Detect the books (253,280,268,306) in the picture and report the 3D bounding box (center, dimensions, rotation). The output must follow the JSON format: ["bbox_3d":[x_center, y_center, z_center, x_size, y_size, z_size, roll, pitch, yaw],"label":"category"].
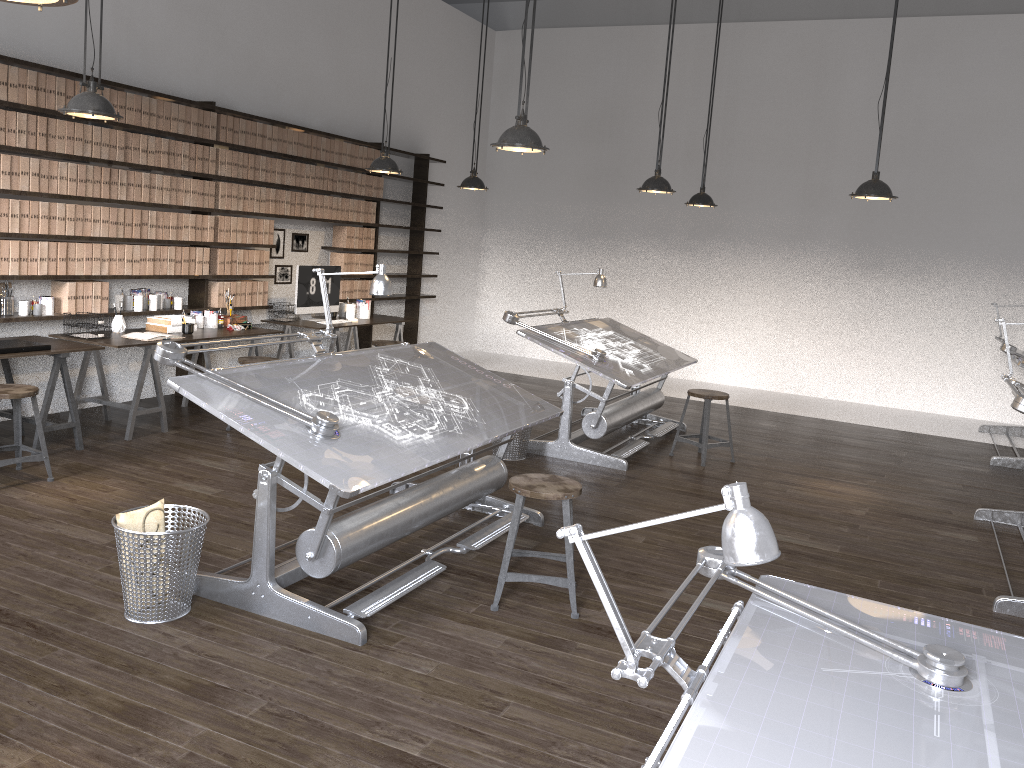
[{"bbox_3d":[-2.297,-0.822,8.006,0.175,0.224,0.067,8,7,24],"label":"books"}]

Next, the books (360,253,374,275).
[{"bbox_3d":[-1.575,-1.281,9.480,0.175,0.224,0.067,8,7,24],"label":"books"}]

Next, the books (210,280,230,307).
[{"bbox_3d":[-2.498,-0.766,7.558,0.175,0.224,0.067,8,7,24],"label":"books"}]

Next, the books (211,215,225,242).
[{"bbox_3d":[-2.500,-1.301,7.420,0.175,0.224,0.067,8,7,24],"label":"books"}]

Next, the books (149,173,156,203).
[{"bbox_3d":[-2.789,-1.485,6.717,0.175,0.224,0.067,8,7,24],"label":"books"}]

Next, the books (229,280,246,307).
[{"bbox_3d":[-2.419,-0.789,7.743,0.175,0.224,0.067,8,7,24],"label":"books"}]

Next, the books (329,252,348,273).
[{"bbox_3d":[-1.774,-1.226,9.043,0.175,0.224,0.067,8,7,24],"label":"books"}]

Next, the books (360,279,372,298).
[{"bbox_3d":[-1.591,-1.007,9.510,0.175,0.224,0.067,8,7,24],"label":"books"}]

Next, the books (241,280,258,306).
[{"bbox_3d":[-2.357,-0.806,7.878,0.175,0.224,0.067,8,7,24],"label":"books"}]

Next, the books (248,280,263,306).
[{"bbox_3d":[-2.323,-0.813,7.940,0.175,0.224,0.067,8,7,24],"label":"books"}]

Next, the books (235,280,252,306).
[{"bbox_3d":[-2.383,-0.797,7.808,0.175,0.224,0.067,8,7,24],"label":"books"}]

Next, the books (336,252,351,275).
[{"bbox_3d":[-1.748,-1.235,9.108,0.175,0.224,0.067,8,7,24],"label":"books"}]

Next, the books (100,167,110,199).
[{"bbox_3d":[-2.963,-1.437,6.333,0.175,0.224,0.067,8,7,24],"label":"books"}]

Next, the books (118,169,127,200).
[{"bbox_3d":[-2.902,-1.453,6.466,0.175,0.224,0.067,8,7,24],"label":"books"}]

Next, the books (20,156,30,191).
[{"bbox_3d":[-3.230,-1.367,5.764,0.175,0.224,0.067,8,7,24],"label":"books"}]

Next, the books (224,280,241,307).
[{"bbox_3d":[-2.445,-0.782,7.682,0.175,0.224,0.067,8,7,24],"label":"books"}]

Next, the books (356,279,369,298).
[{"bbox_3d":[-1.625,-1.001,9.454,0.175,0.224,0.067,8,7,24],"label":"books"}]

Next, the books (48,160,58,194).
[{"bbox_3d":[-3.144,-1.391,5.958,0.175,0.224,0.067,8,7,24],"label":"books"}]

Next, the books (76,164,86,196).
[{"bbox_3d":[-3.047,-1.414,6.149,0.175,0.224,0.067,8,7,24],"label":"books"}]

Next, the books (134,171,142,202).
[{"bbox_3d":[-2.846,-1.470,6.596,0.175,0.224,0.067,8,7,24],"label":"books"}]

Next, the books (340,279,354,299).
[{"bbox_3d":[-1.736,-0.970,9.209,0.175,0.224,0.067,8,7,24],"label":"books"}]

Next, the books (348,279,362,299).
[{"bbox_3d":[-1.679,-0.984,9.325,0.175,0.224,0.067,8,7,24],"label":"books"}]

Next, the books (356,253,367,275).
[{"bbox_3d":[-1.626,-1.265,9.358,0.175,0.224,0.067,8,7,24],"label":"books"}]

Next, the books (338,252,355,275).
[{"bbox_3d":[-1.721,-1.243,9.172,0.175,0.224,0.067,8,7,24],"label":"books"}]

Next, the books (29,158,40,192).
[{"bbox_3d":[-3.198,-1.375,5.829,0.175,0.224,0.067,8,7,24],"label":"books"}]

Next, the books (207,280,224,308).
[{"bbox_3d":[-2.531,-0.758,7.494,0.175,0.224,0.067,8,7,24],"label":"books"}]

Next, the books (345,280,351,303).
[{"bbox_3d":[-1.760,-0.962,9.147,0.175,0.224,0.067,8,7,24],"label":"books"}]

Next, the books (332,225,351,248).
[{"bbox_3d":[-1.741,-1.502,9.049,0.175,0.224,0.067,8,7,24],"label":"books"}]

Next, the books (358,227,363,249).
[{"bbox_3d":[-1.652,-1.526,9.242,0.175,0.224,0.067,8,7,24],"label":"books"}]

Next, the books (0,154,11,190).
[{"bbox_3d":[-3.281,-1.352,5.645,0.175,0.224,0.067,8,7,24],"label":"books"}]

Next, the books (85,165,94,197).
[{"bbox_3d":[-3.024,-1.422,6.208,0.175,0.224,0.067,8,7,24],"label":"books"}]

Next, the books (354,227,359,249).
[{"bbox_3d":[-1.678,-1.517,9.176,0.175,0.224,0.067,8,7,24],"label":"books"}]

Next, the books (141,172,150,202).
[{"bbox_3d":[-2.813,-1.476,6.654,0.175,0.224,0.067,8,7,24],"label":"books"}]

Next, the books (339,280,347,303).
[{"bbox_3d":[-1.794,-0.955,9.088,0.175,0.224,0.067,8,7,24],"label":"books"}]

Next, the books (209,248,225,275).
[{"bbox_3d":[-2.513,-1.032,7.464,0.175,0.224,0.067,8,7,24],"label":"books"}]

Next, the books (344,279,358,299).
[{"bbox_3d":[-1.708,-0.977,9.266,0.175,0.224,0.067,8,7,24],"label":"books"}]

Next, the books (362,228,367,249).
[{"bbox_3d":[-1.616,-1.534,9.308,0.175,0.224,0.067,8,7,24],"label":"books"}]

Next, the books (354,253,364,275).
[{"bbox_3d":[-1.654,-1.258,9.298,0.175,0.224,0.067,8,7,24],"label":"books"}]

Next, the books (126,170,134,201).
[{"bbox_3d":[-2.876,-1.462,6.531,0.175,0.224,0.067,8,7,24],"label":"books"}]

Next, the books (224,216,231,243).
[{"bbox_3d":[-2.468,-1.308,7.482,0.175,0.224,0.067,8,7,24],"label":"books"}]

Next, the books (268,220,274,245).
[{"bbox_3d":[-2.237,-1.370,7.983,0.175,0.224,0.067,8,7,24],"label":"books"}]

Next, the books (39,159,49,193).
[{"bbox_3d":[-3.172,-1.383,5.894,0.175,0.224,0.067,8,7,24],"label":"books"}]

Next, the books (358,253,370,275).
[{"bbox_3d":[-1.604,-1.273,9.417,0.175,0.224,0.067,8,7,24],"label":"books"}]

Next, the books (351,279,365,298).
[{"bbox_3d":[-1.653,-0.993,9.390,0.175,0.224,0.067,8,7,24],"label":"books"}]

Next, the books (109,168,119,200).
[{"bbox_3d":[-2.936,-1.446,6.403,0.175,0.224,0.067,8,7,24],"label":"books"}]

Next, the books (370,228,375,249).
[{"bbox_3d":[-1.556,-1.551,9.445,0.175,0.224,0.067,8,7,24],"label":"books"}]

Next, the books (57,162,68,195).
[{"bbox_3d":[-3.111,-1.398,6.019,0.175,0.224,0.067,8,7,24],"label":"books"}]

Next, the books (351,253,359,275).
[{"bbox_3d":[-1.688,-1.250,9.233,0.175,0.224,0.067,8,7,24],"label":"books"}]

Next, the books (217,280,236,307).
[{"bbox_3d":[-2.467,-0.774,7.623,0.175,0.224,0.067,8,7,24],"label":"books"}]

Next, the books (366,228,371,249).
[{"bbox_3d":[-1.590,-1.543,9.377,0.175,0.224,0.067,8,7,24],"label":"books"}]

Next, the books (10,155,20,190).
[{"bbox_3d":[-3.258,-1.360,5.707,0.175,0.224,0.067,8,7,24],"label":"books"}]

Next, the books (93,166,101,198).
[{"bbox_3d":[-2.999,-1.429,6.268,0.175,0.224,0.067,8,7,24],"label":"books"}]

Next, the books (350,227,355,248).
[{"bbox_3d":[-1.712,-1.510,9.113,0.175,0.224,0.067,8,7,24],"label":"books"}]

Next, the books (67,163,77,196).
[{"bbox_3d":[-3.078,-1.406,6.083,0.175,0.224,0.067,8,7,24],"label":"books"}]
